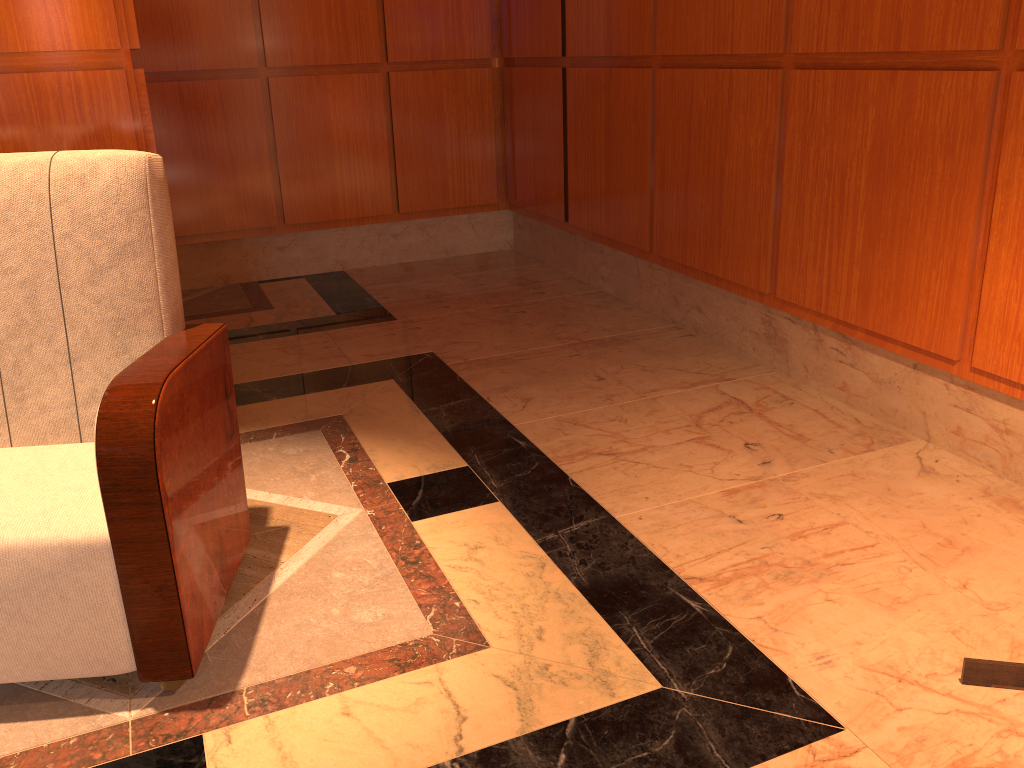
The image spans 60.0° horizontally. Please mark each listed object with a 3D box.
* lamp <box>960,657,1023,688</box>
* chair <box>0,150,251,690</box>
[{"bbox_3d":[0.974,-0.194,1.277,0.529,1.640,0.363,-14,22,-30],"label":"lamp"},{"bbox_3d":[-0.996,0.050,1.779,0.738,0.949,0.636,-3,19,-3],"label":"chair"}]
